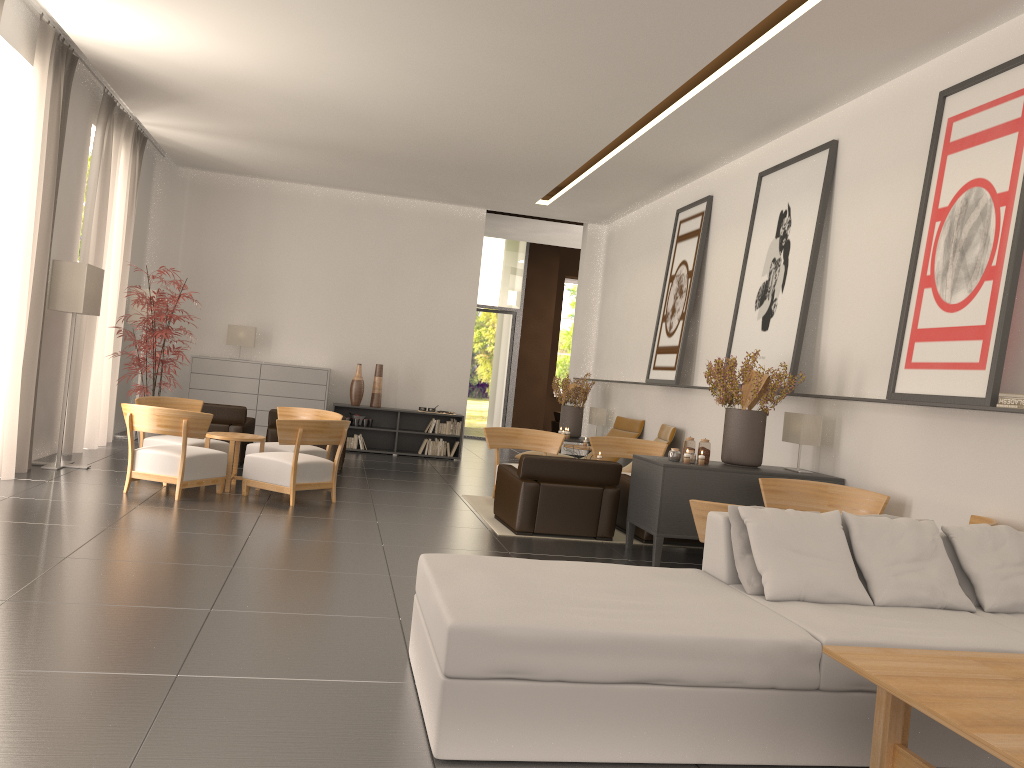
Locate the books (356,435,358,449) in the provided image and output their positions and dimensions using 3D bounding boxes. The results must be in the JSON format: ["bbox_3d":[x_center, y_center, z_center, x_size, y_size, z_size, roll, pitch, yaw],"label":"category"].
[{"bbox_3d":[-3.637,1.365,20.818,0.017,0.305,0.239,6,0,-11],"label":"books"}]

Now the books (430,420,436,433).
[{"bbox_3d":[-1.894,1.007,21.148,0.130,0.322,0.252,6,0,-11],"label":"books"}]

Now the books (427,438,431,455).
[{"bbox_3d":[-1.980,1.492,21.168,0.041,0.377,0.248,6,0,-11],"label":"books"}]

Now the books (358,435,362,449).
[{"bbox_3d":[-3.564,1.365,20.825,0.130,0.322,0.252,6,0,-11],"label":"books"}]

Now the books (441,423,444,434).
[{"bbox_3d":[-1.668,1.064,21.235,0.054,0.249,0.167,6,0,-11],"label":"books"}]

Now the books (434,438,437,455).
[{"bbox_3d":[-1.836,1.491,21.204,0.031,0.406,0.231,6,0,-11],"label":"books"}]

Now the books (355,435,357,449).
[{"bbox_3d":[-3.654,1.353,20.806,0.019,0.324,0.254,6,0,-11],"label":"books"}]

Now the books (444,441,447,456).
[{"bbox_3d":[-1.617,1.543,21.265,0.057,0.346,0.197,6,0,-11],"label":"books"}]

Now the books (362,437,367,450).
[{"bbox_3d":[-3.471,1.389,20.843,0.142,0.290,0.252,6,0,-11],"label":"books"}]

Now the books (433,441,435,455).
[{"bbox_3d":[-1.878,1.526,21.179,0.016,0.328,0.265,6,0,-11],"label":"books"}]

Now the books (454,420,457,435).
[{"bbox_3d":[-1.375,1.039,21.270,0.039,0.358,0.210,6,0,-11],"label":"books"}]

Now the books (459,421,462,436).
[{"bbox_3d":[-1.252,1.060,21.272,0.022,0.339,0.253,6,0,-11],"label":"books"}]

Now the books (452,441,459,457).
[{"bbox_3d":[-1.372,1.556,21.285,0.156,0.371,0.252,6,0,-11],"label":"books"}]

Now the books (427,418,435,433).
[{"bbox_3d":[-1.930,0.987,21.149,0.138,0.354,0.236,6,0,-11],"label":"books"}]

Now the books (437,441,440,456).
[{"bbox_3d":[-1.761,1.534,21.211,0.041,0.335,0.248,6,0,-11],"label":"books"}]

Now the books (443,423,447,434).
[{"bbox_3d":[-1.614,1.070,21.246,0.054,0.249,0.167,6,0,-11],"label":"books"}]

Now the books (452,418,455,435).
[{"bbox_3d":[-1.408,1.022,21.259,0.029,0.385,0.219,6,0,-11],"label":"books"}]

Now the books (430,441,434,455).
[{"bbox_3d":[-1.915,1.523,21.176,0.057,0.328,0.257,6,0,-11],"label":"books"}]

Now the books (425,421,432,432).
[{"bbox_3d":[-1.989,1.012,21.129,0.142,0.290,0.252,6,0,-11],"label":"books"}]

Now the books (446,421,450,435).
[{"bbox_3d":[-1.549,1.045,21.219,0.054,0.311,0.244,6,0,-11],"label":"books"}]

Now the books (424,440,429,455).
[{"bbox_3d":[-2.034,1.504,21.149,0.071,0.344,0.265,6,0,-11],"label":"books"}]

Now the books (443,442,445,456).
[{"bbox_3d":[-1.649,1.542,21.223,0.020,0.342,0.268,6,0,-11],"label":"books"}]

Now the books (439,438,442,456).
[{"bbox_3d":[-1.717,1.504,21.221,0.041,0.404,0.245,6,0,-11],"label":"books"}]

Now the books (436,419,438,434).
[{"bbox_3d":[-1.803,1.013,21.164,0.019,0.324,0.254,6,0,-11],"label":"books"}]

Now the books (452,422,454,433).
[{"bbox_3d":[-1.436,1.060,21.256,0.017,0.302,0.215,6,0,-11],"label":"books"}]

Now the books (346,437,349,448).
[{"bbox_3d":[-3.867,1.370,20.809,0.054,0.249,0.167,6,0,-11],"label":"books"}]

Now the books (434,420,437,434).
[{"bbox_3d":[-1.825,1.021,21.168,0.017,0.305,0.239,6,0,-11],"label":"books"}]

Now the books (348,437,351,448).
[{"bbox_3d":[-3.813,1.375,20.820,0.054,0.249,0.167,6,0,-11],"label":"books"}]

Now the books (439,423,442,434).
[{"bbox_3d":[-1.723,1.059,21.225,0.054,0.249,0.167,6,0,-11],"label":"books"}]

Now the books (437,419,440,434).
[{"bbox_3d":[-1.772,1.014,21.205,0.054,0.329,0.187,6,0,-11],"label":"books"}]

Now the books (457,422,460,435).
[{"bbox_3d":[-1.292,1.073,21.279,0.048,0.305,0.226,6,0,-11],"label":"books"}]

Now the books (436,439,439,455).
[{"bbox_3d":[-1.802,1.509,21.216,0.041,0.377,0.221,6,0,-11],"label":"books"}]

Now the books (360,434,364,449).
[{"bbox_3d":[-3.528,1.352,20.840,0.138,0.354,0.236,6,0,-11],"label":"books"}]

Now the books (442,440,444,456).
[{"bbox_3d":[-1.670,1.532,21.219,0.023,0.357,0.266,6,0,-11],"label":"books"}]

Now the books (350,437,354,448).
[{"bbox_3d":[-3.759,1.381,20.831,0.054,0.249,0.167,6,0,-11],"label":"books"}]

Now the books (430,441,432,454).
[{"bbox_3d":[-1.952,1.522,21.172,0.018,0.322,0.252,6,0,-11],"label":"books"}]

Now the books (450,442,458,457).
[{"bbox_3d":[-1.402,1.559,21.280,0.153,0.361,0.249,6,0,-11],"label":"books"}]

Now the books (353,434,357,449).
[{"bbox_3d":[-3.698,1.347,20.832,0.054,0.329,0.187,6,0,-11],"label":"books"}]

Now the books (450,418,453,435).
[{"bbox_3d":[-1.460,1.017,21.242,0.039,0.384,0.232,6,0,-11],"label":"books"}]

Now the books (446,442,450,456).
[{"bbox_3d":[-1.535,1.563,21.260,0.106,0.325,0.238,6,0,-11],"label":"books"}]

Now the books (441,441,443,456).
[{"bbox_3d":[-1.690,1.538,21.215,0.014,0.342,0.266,6,0,-11],"label":"books"}]

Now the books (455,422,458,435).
[{"bbox_3d":[-1.334,1.065,21.260,0.039,0.313,0.246,6,0,-11],"label":"books"}]

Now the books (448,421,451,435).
[{"bbox_3d":[-1.502,1.046,21.232,0.039,0.318,0.236,6,0,-11],"label":"books"}]
